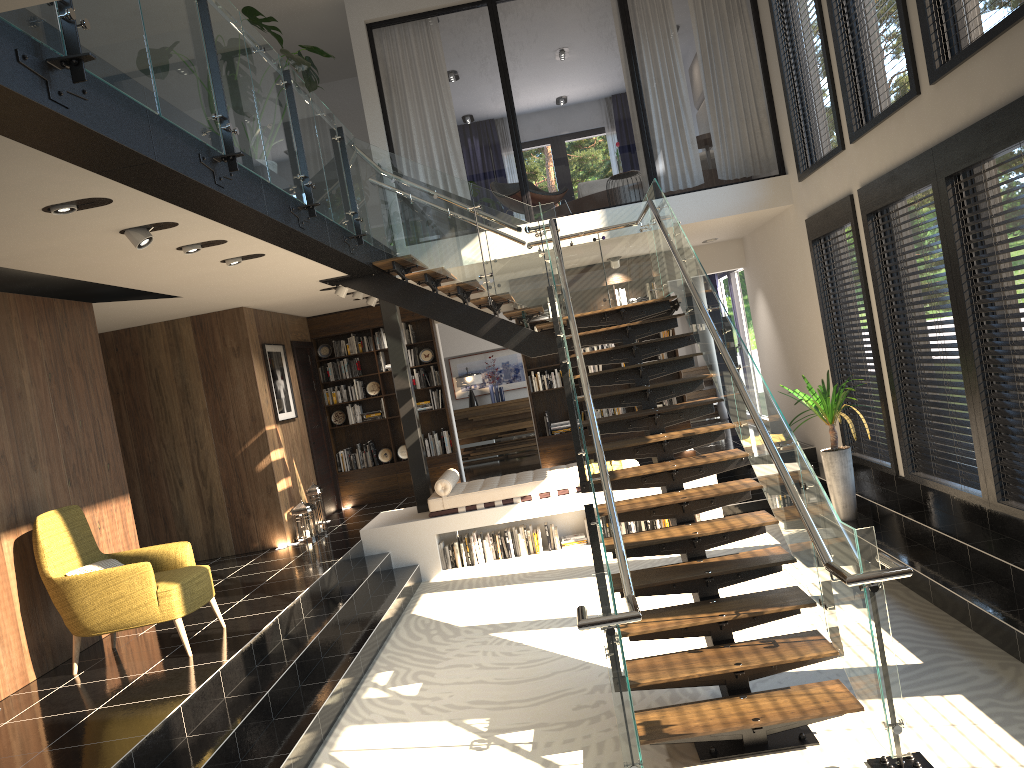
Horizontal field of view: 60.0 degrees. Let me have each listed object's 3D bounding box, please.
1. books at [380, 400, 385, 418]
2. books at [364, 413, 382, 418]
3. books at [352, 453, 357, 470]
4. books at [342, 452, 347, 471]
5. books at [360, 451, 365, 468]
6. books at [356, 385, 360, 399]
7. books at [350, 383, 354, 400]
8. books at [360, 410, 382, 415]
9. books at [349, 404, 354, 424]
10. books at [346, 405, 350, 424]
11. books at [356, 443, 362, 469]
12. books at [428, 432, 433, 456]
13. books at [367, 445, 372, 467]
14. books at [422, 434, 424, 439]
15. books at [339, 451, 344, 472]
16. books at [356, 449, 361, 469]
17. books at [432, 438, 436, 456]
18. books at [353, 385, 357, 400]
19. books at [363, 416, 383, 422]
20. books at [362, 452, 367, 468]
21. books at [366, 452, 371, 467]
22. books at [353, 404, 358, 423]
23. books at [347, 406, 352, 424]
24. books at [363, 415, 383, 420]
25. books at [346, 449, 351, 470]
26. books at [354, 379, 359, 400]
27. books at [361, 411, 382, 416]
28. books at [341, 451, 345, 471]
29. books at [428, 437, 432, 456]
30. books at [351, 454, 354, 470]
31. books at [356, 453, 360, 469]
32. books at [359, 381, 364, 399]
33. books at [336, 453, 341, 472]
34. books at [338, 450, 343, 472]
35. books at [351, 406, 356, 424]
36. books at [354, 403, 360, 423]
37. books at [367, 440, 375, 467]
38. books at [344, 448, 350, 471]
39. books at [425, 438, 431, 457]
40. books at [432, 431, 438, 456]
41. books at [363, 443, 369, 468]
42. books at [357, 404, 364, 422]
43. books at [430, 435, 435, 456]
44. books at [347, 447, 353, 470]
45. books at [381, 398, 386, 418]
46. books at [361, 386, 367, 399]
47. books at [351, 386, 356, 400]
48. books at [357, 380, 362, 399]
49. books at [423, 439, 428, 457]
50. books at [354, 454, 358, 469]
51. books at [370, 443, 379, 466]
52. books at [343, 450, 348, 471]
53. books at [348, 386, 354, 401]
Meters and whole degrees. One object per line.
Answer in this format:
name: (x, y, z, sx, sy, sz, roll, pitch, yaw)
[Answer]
books: (-1.785, 0.345, 12.331, 0.032, 0.262, 0.157, -10, 2, 3)
books: (-1.938, 0.434, 12.345, 0.244, 0.033, 0.142, -10, 1, -1)
books: (-2.183, 1.078, 12.365, 0.021, 0.217, 0.220, -10, 1, 3)
books: (-2.310, 1.074, 12.372, 0.022, 0.269, 0.215, -10, 2, 3)
books: (-2.068, 1.055, 12.384, 0.034, 0.223, 0.208, -10, 1, 3)
books: (-2.121, 0.108, 12.342, 0.018, 0.211, 0.157, -10, 2, 3)
books: (-2.212, 0.107, 12.344, 0.020, 0.243, 0.154, -10, 2, 3)
books: (-1.946, 0.395, 12.324, 0.292, 0.013, 0.187, -10, 1, 6)
books: (-2.223, 0.416, 12.337, 0.018, 0.275, 0.144, -10, 2, 3)
books: (-2.266, 0.429, 12.366, 0.020, 0.264, 0.152, -10, 2, 3)
books: (-2.105, 1.002, 12.346, 0.016, 0.341, 0.217, -10, 2, 3)
books: (-1.118, 0.836, 12.295, 0.012, 0.322, 0.177, -10, 2, 3)
books: (-1.963, 0.995, 12.356, 0.027, 0.304, 0.204, -10, 2, 3)
books: (-1.227, 0.856, 12.312, 0.019, 0.321, 0.161, -10, 2, 3)
books: (-2.358, 1.076, 12.388, 0.014, 0.282, 0.232, -10, 1, 3)
books: (-2.115, 1.033, 12.365, 0.017, 0.282, 0.232, -10, 1, 3)
books: (-1.065, 0.862, 12.313, 0.022, 0.250, 0.144, -10, 2, 3)
books: (-2.161, 0.113, 12.354, 0.027, 0.214, 0.159, -10, 2, 3)
books: (-1.929, 0.486, 12.344, 0.262, 0.032, 0.154, -10, 1, 5)
books: (-2.033, 1.049, 12.382, 0.036, 0.222, 0.173, -10, 2, 3)
books: (-1.983, 1.047, 12.379, 0.033, 0.208, 0.192, -10, 1, 3)
books: (-2.170, 0.411, 12.354, 0.024, 0.265, 0.147, -10, 2, 3)
books: (-2.245, 0.429, 12.328, 0.026, 0.257, 0.192, -10, 2, 3)
books: (-1.933, 0.460, 12.346, 0.266, 0.021, 0.152, -10, 1, 2)
books: (-2.261, 1.049, 12.401, 0.018, 0.302, 0.195, -10, 2, 3)
books: (-2.146, 0.075, 12.327, 0.018, 0.284, 0.198, -10, 2, 3)
books: (-1.944, 0.410, 12.332, 0.293, 0.016, 0.174, -10, 1, 2)
books: (-2.335, 1.072, 12.404, 0.030, 0.283, 0.170, -10, 2, 3)
books: (-1.129, 0.869, 12.321, 0.025, 0.260, 0.114, -10, 2, 3)
books: (-2.207, 1.084, 12.414, 0.035, 0.212, 0.159, -10, 2, 3)
books: (-2.130, 1.066, 12.379, 0.026, 0.222, 0.209, -10, 1, 3)
books: (-2.082, 0.083, 12.348, 0.023, 0.245, 0.133, -10, 2, 3)
books: (-2.408, 1.095, 12.417, 0.032, 0.262, 0.194, -10, 2, 3)
books: (-2.379, 1.076, 12.421, 0.032, 0.288, 0.179, -10, 2, 3)
books: (-2.195, 0.426, 12.362, 0.032, 0.245, 0.120, -10, 2, 3)
books: (-2.144, 0.400, 12.344, 0.032, 0.279, 0.133, -10, 2, 3)
books: (-1.946, 0.966, 12.331, 0.019, 0.357, 0.234, -10, 2, 3)
books: (-2.280, 1.050, 12.368, 0.015, 0.306, 0.222, -10, 2, 3)
books: (-1.160, 0.877, 12.310, 0.037, 0.256, 0.145, -10, 2, 3)
books: (-1.055, 0.819, 12.292, 0.016, 0.332, 0.195, -10, 2, 3)
books: (-2.018, 0.996, 12.359, 0.016, 0.322, 0.218, -10, 2, 3)
books: (-2.110, 0.406, 12.360, 0.030, 0.253, 0.138, -10, 2, 3)
books: (-1.094, 0.850, 12.299, 0.029, 0.286, 0.137, -10, 2, 3)
books: (-2.243, 1.044, 12.393, 0.020, 0.304, 0.189, -10, 2, 3)
books: (-1.764, 0.329, 12.305, 0.018, 0.286, 0.157, -10, 2, 3)
books: (-2.059, 0.112, 12.338, 0.015, 0.181, 0.136, -10, 2, 3)
books: (-2.186, 0.128, 12.331, 0.025, 0.194, 0.172, -10, 1, 3)
books: (-2.107, 0.080, 12.328, 0.021, 0.260, 0.197, -10, 2, 3)
books: (-1.194, 0.885, 12.331, 0.034, 0.250, 0.114, -10, 2, 3)
books: (-2.156, 1.078, 12.391, 0.029, 0.207, 0.166, -10, 1, 3)
books: (-1.911, 0.980, 12.353, 0.042, 0.316, 0.193, -10, 2, 3)
books: (-2.294, 1.054, 12.375, 0.016, 0.304, 0.217, -10, 2, 3)
books: (-2.228, 0.130, 12.318, 0.016, 0.206, 0.204, -10, 1, 3)
